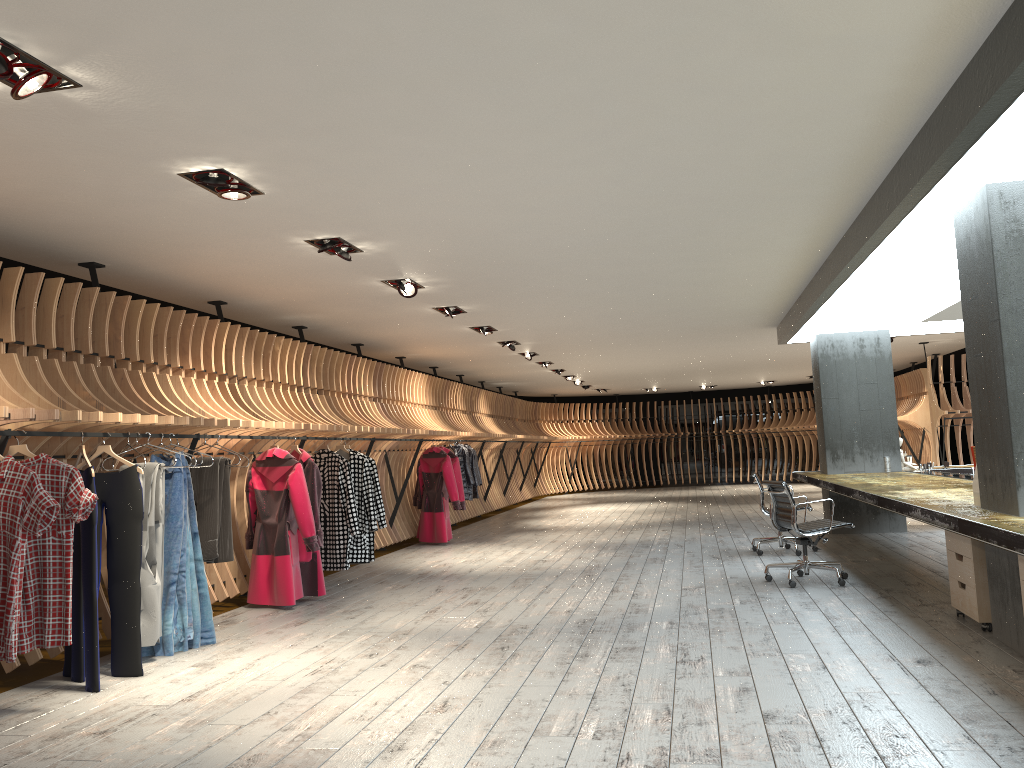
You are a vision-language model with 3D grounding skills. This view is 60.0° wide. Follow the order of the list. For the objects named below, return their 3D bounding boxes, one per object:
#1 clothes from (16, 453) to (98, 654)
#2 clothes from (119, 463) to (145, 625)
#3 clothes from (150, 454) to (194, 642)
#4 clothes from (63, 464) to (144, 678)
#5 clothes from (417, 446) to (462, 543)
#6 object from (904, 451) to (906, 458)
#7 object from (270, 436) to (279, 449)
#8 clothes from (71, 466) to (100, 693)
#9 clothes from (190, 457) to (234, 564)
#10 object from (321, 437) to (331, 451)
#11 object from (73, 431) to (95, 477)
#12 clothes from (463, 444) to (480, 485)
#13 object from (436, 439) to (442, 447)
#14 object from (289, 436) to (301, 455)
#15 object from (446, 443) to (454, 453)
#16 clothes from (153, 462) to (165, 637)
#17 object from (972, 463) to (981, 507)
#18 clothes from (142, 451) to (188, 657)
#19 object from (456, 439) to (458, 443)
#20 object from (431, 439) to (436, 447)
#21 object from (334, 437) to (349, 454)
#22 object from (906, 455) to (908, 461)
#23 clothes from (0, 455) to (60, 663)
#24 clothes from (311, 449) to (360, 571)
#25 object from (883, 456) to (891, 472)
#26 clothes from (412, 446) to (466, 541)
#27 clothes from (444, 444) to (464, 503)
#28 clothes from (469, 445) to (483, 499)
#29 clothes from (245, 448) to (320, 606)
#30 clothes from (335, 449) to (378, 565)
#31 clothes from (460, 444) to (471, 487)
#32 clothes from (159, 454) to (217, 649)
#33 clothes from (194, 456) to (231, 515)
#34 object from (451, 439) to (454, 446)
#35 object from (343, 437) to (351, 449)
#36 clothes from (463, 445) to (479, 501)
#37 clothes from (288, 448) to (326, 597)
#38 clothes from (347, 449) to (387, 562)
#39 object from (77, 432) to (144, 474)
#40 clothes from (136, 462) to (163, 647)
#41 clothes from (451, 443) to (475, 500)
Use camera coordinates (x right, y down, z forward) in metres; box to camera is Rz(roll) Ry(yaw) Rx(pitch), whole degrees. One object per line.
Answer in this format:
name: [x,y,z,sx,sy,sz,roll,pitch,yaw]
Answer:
clothes: [-2.568,0.882,4.639,0.760,1.031,0.179,-2,-5,-3]
clothes: [-2.379,1.067,5.516,0.273,1.145,0.170,-8,-7,43]
clothes: [-2.323,1.119,6.015,0.277,1.294,0.316,0,-6,-25]
clothes: [-2.447,1.169,5.313,0.539,1.355,0.087,-4,-6,11]
clothes: [-1.037,1.520,12.269,0.839,1.314,0.321,-7,-7,40]
object: [5.105,0.998,11.556,0.084,0.240,0.009,-2,-6,-12]
object: [-2.039,0.580,7.613,0.525,0.270,0.012,-6,-6,31]
clothes: [-2.471,1.154,5.111,0.087,1.355,0.538,2,-7,-39]
clothes: [-2.196,0.917,6.451,0.278,0.768,0.263,-4,-6,18]
object: [-1.827,0.650,8.648,0.525,0.270,0.012,-6,-6,31]
object: [-2.512,0.410,5.179,0.012,0.270,0.524,2,-6,-39]
clothes: [-0.753,1.354,13.746,0.530,0.857,0.233,-4,-5,10]
object: [-1.041,0.928,12.585,0.523,0.291,0.015,-5,-6,21]
object: [-1.940,0.599,7.921,0.524,0.270,0.012,-7,-7,41]
object: [-0.945,0.919,12.985,0.010,0.227,0.439,0,-6,-29]
clothes: [-2.380,1.084,5.733,0.273,1.145,0.169,1,-6,-31]
object: [2.896,0.551,5.385,0.129,0.383,0.239,-4,-5,11]
clothes: [-2.310,1.219,5.854,0.277,1.545,0.316,-4,-5,10]
object: [-0.856,0.962,13.507,0.438,0.242,0.016,-6,-6,36]
object: [-1.089,0.899,12.317,0.524,0.270,0.012,-7,-7,41]
object: [-1.735,0.670,8.961,0.525,0.270,0.012,-4,-5,11]
object: [5.174,1.017,11.585,0.030,0.171,0.007,-1,-6,-22]
clothes: [-2.627,0.870,4.424,0.760,1.022,0.187,-4,-5,12]
clothes: [-1.774,1.212,8.603,0.772,1.162,0.191,-6,-6,31]
object: [4.653,0.994,10.996,0.079,0.188,0.079,-5,-6,26]
clothes: [-1.051,1.548,12.554,0.839,1.319,0.318,-4,-6,18]
clothes: [-0.896,1.307,12.938,0.166,0.855,0.744,1,-6,-34]
clothes: [-0.666,1.398,14.062,0.181,0.855,0.681,1,-6,-36]
clothes: [-1.989,1.201,7.569,0.839,1.314,0.320,-6,-6,30]
clothes: [-1.730,1.232,8.891,0.772,1.162,0.191,-4,-5,11]
clothes: [-0.805,1.331,13.450,0.511,0.855,0.227,-6,-6,31]
clothes: [-2.233,1.245,6.135,0.373,1.539,0.312,-5,-6,22]
clothes: [-2.282,0.930,6.644,0.336,0.777,0.254,-5,-6,26]
object: [-0.900,0.935,13.216,0.440,0.227,0.010,-3,-5,1]
object: [-1.717,0.683,9.141,0.525,0.270,0.012,-3,-5,1]
clothes: [-0.762,1.367,13.618,0.584,0.855,0.211,-7,-7,38]
clothes: [-1.934,1.220,7.851,0.839,1.314,0.321,-7,-7,40]
clothes: [-1.672,1.246,9.107,0.773,1.162,0.191,-3,-5,2]
object: [-2.479,0.424,5.389,0.525,0.270,0.012,-4,-5,11]
clothes: [-2.346,1.072,5.618,0.278,1.143,0.172,-4,-6,18]
clothes: [-0.814,1.310,13.207,0.501,0.855,0.244,-2,-5,-4]
